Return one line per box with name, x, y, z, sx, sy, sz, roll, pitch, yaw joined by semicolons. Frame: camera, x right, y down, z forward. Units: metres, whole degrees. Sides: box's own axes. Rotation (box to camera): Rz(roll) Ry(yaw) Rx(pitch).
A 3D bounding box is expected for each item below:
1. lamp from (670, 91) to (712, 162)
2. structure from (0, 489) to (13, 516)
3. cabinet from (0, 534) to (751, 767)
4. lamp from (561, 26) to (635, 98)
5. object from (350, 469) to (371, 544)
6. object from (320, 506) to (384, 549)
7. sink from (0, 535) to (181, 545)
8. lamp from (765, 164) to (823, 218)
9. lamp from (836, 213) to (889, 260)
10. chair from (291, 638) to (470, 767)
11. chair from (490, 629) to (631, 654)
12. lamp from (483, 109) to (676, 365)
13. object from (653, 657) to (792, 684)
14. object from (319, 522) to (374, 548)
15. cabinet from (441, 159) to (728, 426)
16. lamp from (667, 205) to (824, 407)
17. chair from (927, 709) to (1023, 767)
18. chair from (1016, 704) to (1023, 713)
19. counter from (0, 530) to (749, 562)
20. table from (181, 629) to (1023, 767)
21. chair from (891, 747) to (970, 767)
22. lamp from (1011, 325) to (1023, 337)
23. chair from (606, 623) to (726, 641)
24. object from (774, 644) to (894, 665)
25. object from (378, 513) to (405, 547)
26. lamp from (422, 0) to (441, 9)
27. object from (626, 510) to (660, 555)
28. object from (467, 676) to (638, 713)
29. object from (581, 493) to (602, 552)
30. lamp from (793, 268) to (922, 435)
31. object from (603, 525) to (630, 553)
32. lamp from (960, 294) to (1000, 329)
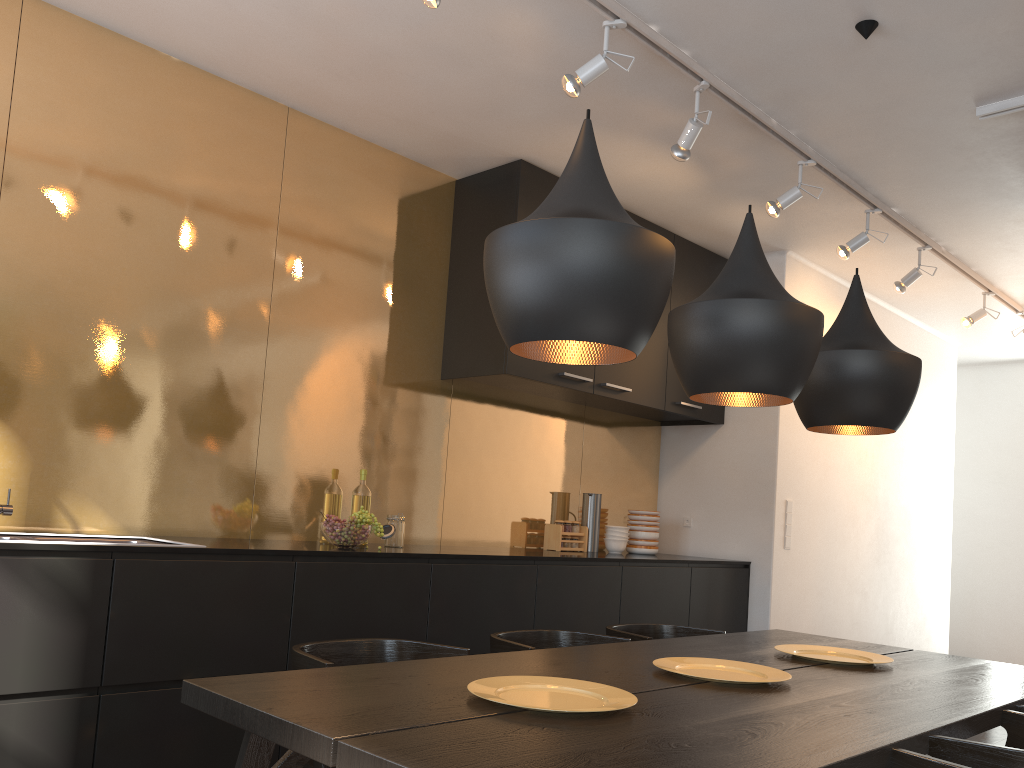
lamp;0.483;-0.113;4.155;0.089;1.834;1.846;5;-7;-11
structure;-1.666;0.303;2.864;0.110;0.383;0.266;7;-6;-29
cabinet;-0.607;1.148;3.776;0.733;0.894;5.097;-2;-10;44
lamp;0.298;-1.103;3.035;0.250;0.238;0.086;3;-5;11
object;-0.688;0.558;4.025;0.092;0.337;0.092;3;-5;12
object;-0.647;0.572;3.553;0.178;0.172;0.241;0;-8;29
sink;-0.637;0.659;3.689;0.482;0.242;3.438;-3;-11;43
lamp;1.292;-0.881;4.049;0.250;0.238;0.086;2;-5;16
lamp;1.816;-0.764;4.584;0.250;0.238;0.086;1;-5;21
chair;-0.338;1.055;2.354;0.520;0.666;0.597;-1;-8;41
chair;0.178;1.164;2.839;0.520;0.666;0.597;-2;-8;43
lamp;0.148;-0.332;1.914;0.411;0.537;0.413;5;-6;-12
object;0.549;0.757;2.325;0.355;0.016;0.359;0;-10;25
object;-0.667;0.609;3.552;0.218;0.096;0.220;4;-8;2
cabinet;0.529;-0.403;5.079;0.532;1.043;1.968;-1;-9;44
lamp;0.635;-0.224;2.409;0.410;0.537;0.414;2;-6;21
chair;1.026;1.085;1.938;0.520;0.666;0.597;-2;-9;45
chair;1.453;1.181;2.372;0.520;0.666;0.597;-2;-8;43
counter;-0.576;0.704;3.810;0.733;0.002;5.094;-4;-12;44
table;0.564;1.102;2.284;1.108;0.674;2.517;-3;-11;44
chair;0.553;0.979;1.449;0.520;0.666;0.597;-2;-8;43
lamp;3.633;-0.391;6.223;0.085;0.238;0.251;7;-7;-34
chair;0.602;1.259;3.270;0.520;0.666;0.597;-2;-9;44
object;1.015;0.860;2.799;0.358;0.016;0.356;12;-11;-41
object;-0.533;0.652;3.955;0.088;0.150;0.178;2;-7;22
lamp;-0.143;-1.204;2.575;0.251;0.237;0.085;4;-5;-5
object;0.801;0.908;5.414;0.197;0.262;0.200;2;-6;19
object;0.083;0.653;1.851;0.358;0.016;0.356;12;-11;-41
object;0.471;0.814;5.191;0.165;0.337;0.114;9;-7;-42
lamp;1.122;-0.115;2.904;0.411;0.537;0.414;4;-6;2
object;0.622;0.925;5.263;0.158;0.159;0.155;6;-7;-17
lamp;3.111;-0.478;5.884;0.251;0.238;0.085;4;-5;-3
